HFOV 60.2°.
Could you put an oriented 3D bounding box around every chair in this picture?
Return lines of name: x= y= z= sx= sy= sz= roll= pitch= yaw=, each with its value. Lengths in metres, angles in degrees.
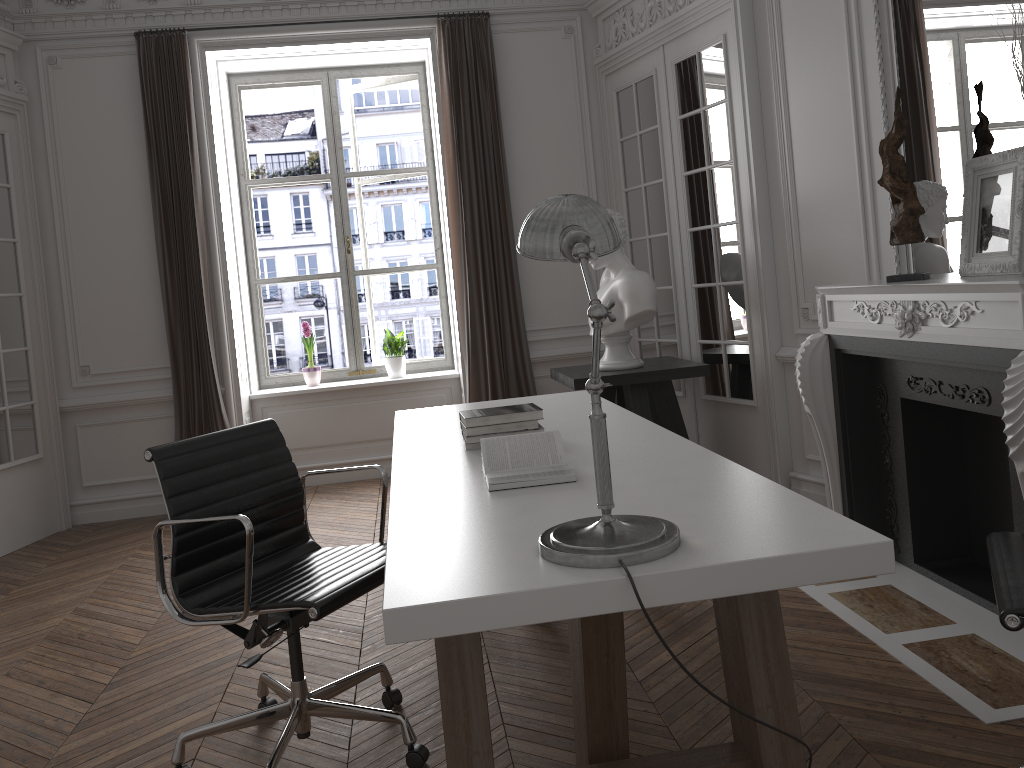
chair: x=-0.583 y=0.589 z=2.459 sx=0.666 sy=0.921 sz=0.697 roll=-4 pitch=3 yaw=19
chair: x=1.319 y=0.479 z=1.804 sx=0.666 sy=0.921 sz=0.697 roll=-4 pitch=3 yaw=17

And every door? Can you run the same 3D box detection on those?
door: x=1.042 y=-0.777 z=5.373 sx=0.086 sy=2.730 sz=1.564 roll=-6 pitch=3 yaw=-22
door: x=-3.104 y=-0.331 z=4.862 sx=0.085 sy=2.730 sz=1.571 roll=-5 pitch=3 yaw=9

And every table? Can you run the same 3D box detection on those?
table: x=0.692 y=0.272 z=5.109 sx=0.768 sy=0.748 sz=0.770 roll=-6 pitch=4 yaw=-7
table: x=0.105 y=0.572 z=2.816 sx=0.901 sy=0.746 sz=2.632 roll=-6 pitch=6 yaw=-7

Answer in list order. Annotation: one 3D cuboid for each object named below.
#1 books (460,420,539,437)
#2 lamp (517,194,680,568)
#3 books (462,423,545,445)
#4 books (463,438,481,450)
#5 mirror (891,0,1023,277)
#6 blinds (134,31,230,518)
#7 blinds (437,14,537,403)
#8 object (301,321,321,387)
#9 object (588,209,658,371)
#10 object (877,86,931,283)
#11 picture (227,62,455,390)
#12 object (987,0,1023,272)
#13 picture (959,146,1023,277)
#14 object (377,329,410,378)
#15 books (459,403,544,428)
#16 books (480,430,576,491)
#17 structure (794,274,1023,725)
books: x=-0.045 y=0.135 z=2.961 sx=0.240 sy=0.028 sz=0.191 roll=-6 pitch=6 yaw=-9
lamp: x=0.142 y=-0.045 z=1.766 sx=0.269 sy=0.698 sz=0.489 roll=-6 pitch=3 yaw=-7
books: x=-0.033 y=0.160 z=2.959 sx=0.259 sy=0.022 sz=0.212 roll=-6 pitch=6 yaw=-7
books: x=-0.040 y=0.182 z=2.967 sx=0.242 sy=0.022 sz=0.192 roll=-6 pitch=6 yaw=-5
mirror: x=1.685 y=-1.252 z=3.151 sx=0.001 sy=1.809 sz=1.125 roll=-6 pitch=3 yaw=-7
blinds: x=-2.107 y=-0.711 z=5.629 sx=0.580 sy=3.096 sz=0.311 roll=-5 pitch=2 yaw=-2
blinds: x=-0.192 y=-0.914 z=5.828 sx=0.779 sy=3.095 sz=0.342 roll=-6 pitch=2 yaw=-13
object: x=-1.466 y=-0.222 z=6.423 sx=0.129 sy=0.475 sz=0.129 roll=-4 pitch=2 yaw=43
object: x=0.579 y=-0.548 z=5.031 sx=0.393 sy=0.922 sz=0.635 roll=-6 pitch=3 yaw=-7
object: x=1.511 y=-0.777 z=3.440 sx=0.165 sy=0.752 sz=0.143 roll=-4 pitch=2 yaw=35
picture: x=-0.729 y=-1.178 z=2.910 sx=13.229 sy=4.793 sz=13.267 roll=-7 pitch=6 yaw=-14
object: x=1.611 y=-0.851 z=2.647 sx=0.295 sy=1.051 sz=0.291 roll=-4 pitch=2 yaw=31
picture: x=1.710 y=-0.603 z=3.139 sx=0.096 sy=0.434 sz=0.341 roll=-6 pitch=3 yaw=-7
object: x=-0.851 y=-0.232 z=6.460 sx=0.216 sy=0.368 sz=0.284 roll=-7 pitch=3 yaw=-28
books: x=-0.039 y=0.104 z=2.960 sx=0.259 sy=0.032 sz=0.192 roll=-6 pitch=6 yaw=-9
books: x=0.035 y=0.199 z=2.383 sx=0.226 sy=0.095 sz=0.280 roll=-6 pitch=6 yaw=-5
structure: x=1.494 y=0.229 z=3.148 sx=0.810 sy=1.181 sz=1.610 roll=-6 pitch=4 yaw=-7
